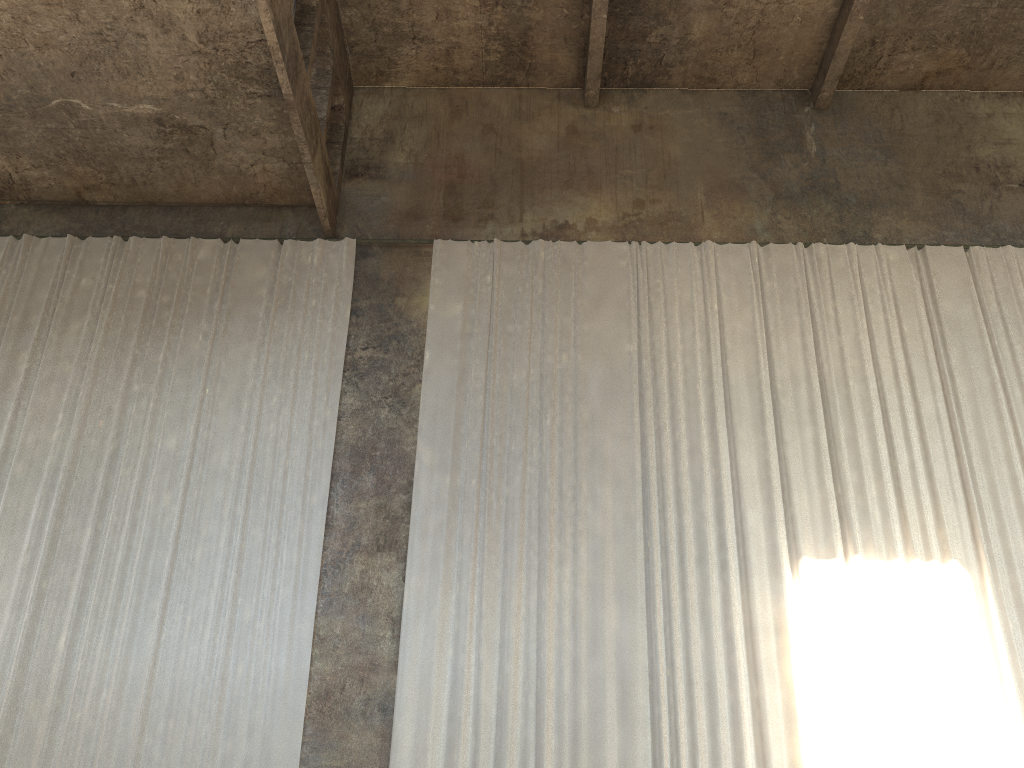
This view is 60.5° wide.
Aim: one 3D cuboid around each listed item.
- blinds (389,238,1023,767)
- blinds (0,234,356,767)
[{"bbox_3d":[2.725,1.906,9.335,7.822,8.196,0.289,0,-25,2],"label":"blinds"},{"bbox_3d":[-5.922,1.804,9.455,7.822,8.196,0.289,0,-25,2],"label":"blinds"}]
